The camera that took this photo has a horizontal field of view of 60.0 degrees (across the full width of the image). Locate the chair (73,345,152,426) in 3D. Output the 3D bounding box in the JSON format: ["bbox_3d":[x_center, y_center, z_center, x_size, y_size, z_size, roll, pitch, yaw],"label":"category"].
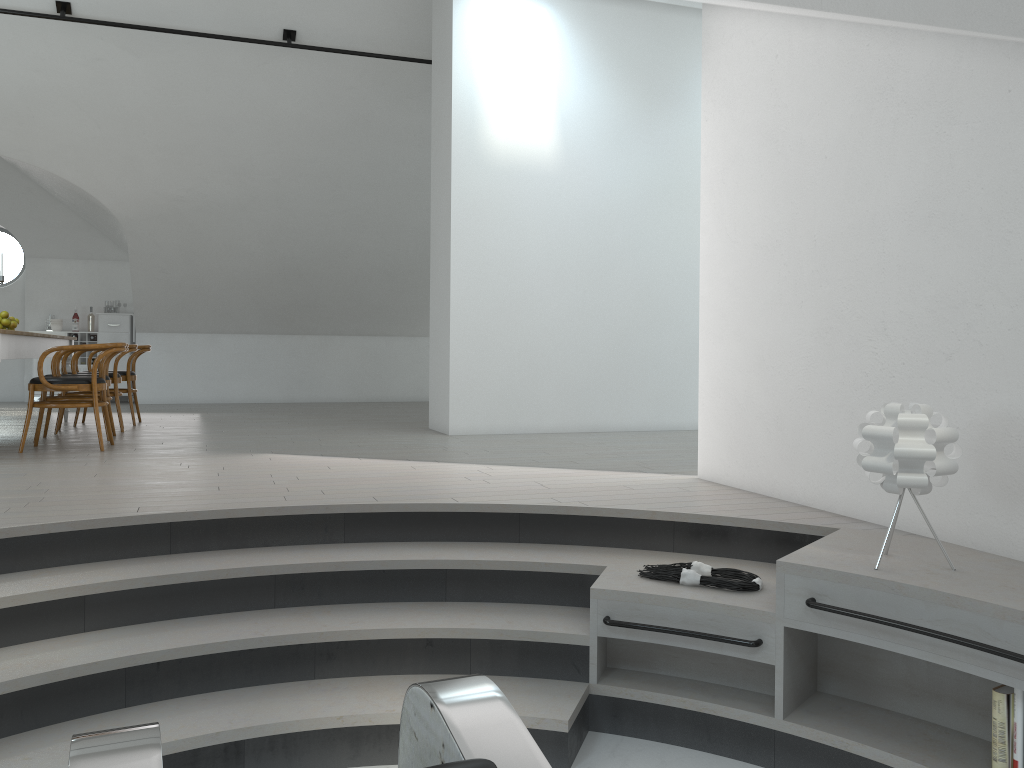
[{"bbox_3d":[-3.645,0.005,8.136,0.621,0.735,0.527,0,1,-16],"label":"chair"}]

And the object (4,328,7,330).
[{"bbox_3d":[-4.415,-0.461,7.721,0.050,0.050,0.051,0,1,-15],"label":"object"}]

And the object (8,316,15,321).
[{"bbox_3d":[-4.387,-0.564,7.771,0.058,0.057,0.053,0,1,-4],"label":"object"}]

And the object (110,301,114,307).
[{"bbox_3d":[-5.252,-1.002,11.643,0.054,0.179,0.054,0,0,-25],"label":"object"}]

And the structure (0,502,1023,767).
[{"bbox_3d":[-0.320,0.957,1.720,4.710,0.693,4.710,1,2,26],"label":"structure"}]

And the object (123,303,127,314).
[{"bbox_3d":[-5.063,-0.983,11.600,0.046,0.143,0.046,0,0,-8],"label":"object"}]

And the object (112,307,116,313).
[{"bbox_3d":[-5.193,-0.951,11.526,0.077,0.085,0.077,0,1,-11],"label":"object"}]

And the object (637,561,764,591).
[{"bbox_3d":[0.706,0.723,3.334,0.473,0.082,0.218,2,2,34],"label":"object"}]

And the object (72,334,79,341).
[{"bbox_3d":[-5.597,-0.599,11.382,0.092,0.094,0.359,0,2,-19],"label":"object"}]

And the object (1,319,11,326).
[{"bbox_3d":[-4.393,-0.536,7.695,0.071,0.064,0.072,0,1,-26],"label":"object"}]

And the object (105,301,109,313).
[{"bbox_3d":[-5.253,-0.992,11.497,0.048,0.169,0.048,1,0,13],"label":"object"}]

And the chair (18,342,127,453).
[{"bbox_3d":[-2.975,0.079,6.063,0.621,0.735,0.527,0,1,-16],"label":"chair"}]

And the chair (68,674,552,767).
[{"bbox_3d":[-0.351,0.955,1.597,0.823,0.719,0.741,0,1,-24],"label":"chair"}]

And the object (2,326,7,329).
[{"bbox_3d":[-4.470,-0.477,7.761,0.078,0.074,0.080,1,1,26],"label":"object"}]

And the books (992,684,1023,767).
[{"bbox_3d":[1.653,0.799,1.801,0.390,0.695,1.641,0,2,-9],"label":"books"}]

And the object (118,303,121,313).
[{"bbox_3d":[-5.114,-0.982,11.548,0.046,0.143,0.046,0,0,-8],"label":"object"}]

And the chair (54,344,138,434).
[{"bbox_3d":[-3.474,0.029,7.430,0.621,0.735,0.527,0,1,-24],"label":"chair"}]

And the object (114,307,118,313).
[{"bbox_3d":[-5.192,-0.960,11.609,0.071,0.098,0.071,0,1,-11],"label":"object"}]

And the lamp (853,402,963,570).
[{"bbox_3d":[1.279,0.324,2.879,0.305,0.525,0.305,0,1,-30],"label":"lamp"}]

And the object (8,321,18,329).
[{"bbox_3d":[-4.363,-0.518,7.749,0.070,0.072,0.071,1,1,36],"label":"object"}]

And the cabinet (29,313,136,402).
[{"bbox_3d":[-5.529,-0.336,11.465,1.242,1.154,0.610,0,1,-19],"label":"cabinet"}]

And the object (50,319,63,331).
[{"bbox_3d":[-5.812,-0.747,11.314,0.154,0.160,0.158,1,1,9],"label":"object"}]

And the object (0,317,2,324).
[{"bbox_3d":[-4.465,-0.554,7.707,0.072,0.071,0.066,1,1,40],"label":"object"}]

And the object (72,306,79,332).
[{"bbox_3d":[-5.615,-0.833,11.409,0.081,0.329,0.081,0,0,-23],"label":"object"}]

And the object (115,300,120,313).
[{"bbox_3d":[-5.200,-1.007,11.681,0.063,0.187,0.063,0,0,-33],"label":"object"}]

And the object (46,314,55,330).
[{"bbox_3d":[-5.979,-0.799,11.493,0.115,0.209,0.065,0,0,-17],"label":"object"}]

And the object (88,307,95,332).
[{"bbox_3d":[-5.442,-0.834,11.462,0.085,0.331,0.085,1,0,30],"label":"object"}]

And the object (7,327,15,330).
[{"bbox_3d":[-4.402,-0.470,7.790,0.063,0.063,0.064,0,1,-8],"label":"object"}]

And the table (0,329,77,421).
[{"bbox_3d":[-4.118,0.010,6.772,1.018,0.799,3.350,0,2,-19],"label":"table"}]

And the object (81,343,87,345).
[{"bbox_3d":[-5.505,-0.488,11.421,0.085,0.085,0.331,0,2,-19],"label":"object"}]

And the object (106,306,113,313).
[{"bbox_3d":[-5.195,-0.958,11.439,0.081,0.105,0.082,1,1,19],"label":"object"}]

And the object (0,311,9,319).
[{"bbox_3d":[-4.434,-0.603,7.746,0.072,0.074,0.072,0,1,-19],"label":"object"}]

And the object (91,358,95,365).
[{"bbox_3d":[-5.407,-0.291,11.446,0.081,0.081,0.358,0,2,-21],"label":"object"}]

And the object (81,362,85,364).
[{"bbox_3d":[-5.573,-0.293,11.395,0.156,0.085,0.331,0,2,-18],"label":"object"}]

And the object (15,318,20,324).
[{"bbox_3d":[-4.383,-0.549,7.827,0.062,0.063,0.063,1,1,33],"label":"object"}]

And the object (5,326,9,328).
[{"bbox_3d":[-4.441,-0.527,7.823,0.077,0.076,0.076,1,1,38],"label":"object"}]

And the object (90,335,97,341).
[{"bbox_3d":[-5.398,-0.595,11.441,0.087,0.085,0.360,0,2,-19],"label":"object"}]

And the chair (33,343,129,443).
[{"bbox_3d":[-3.251,0.054,6.737,0.621,0.735,0.527,0,1,-19],"label":"chair"}]

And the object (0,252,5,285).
[{"bbox_3d":[-4.175,-0.830,6.925,0.775,0.875,0.265,1,1,45],"label":"object"}]

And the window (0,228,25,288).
[{"bbox_3d":[-6.745,-1.640,11.536,0.900,0.900,0.060,0,0,-19],"label":"window"}]

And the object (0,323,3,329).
[{"bbox_3d":[-4.449,-0.499,7.689,0.059,0.056,0.059,0,1,-24],"label":"object"}]
